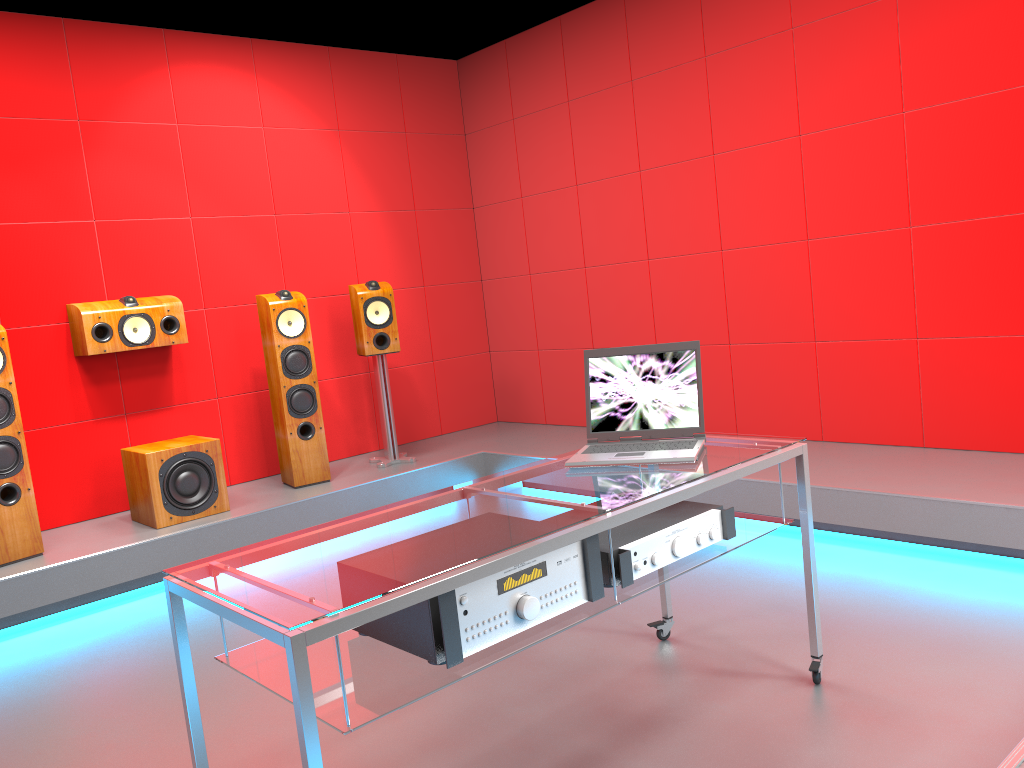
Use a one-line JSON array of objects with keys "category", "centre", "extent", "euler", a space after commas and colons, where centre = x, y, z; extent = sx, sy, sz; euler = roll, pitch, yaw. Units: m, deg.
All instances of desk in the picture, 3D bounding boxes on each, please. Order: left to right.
[{"category": "desk", "centre": [0.062, 0.608, 2.126], "extent": [1.617, 0.690, 0.594], "euler": [-12, 8, -41]}]

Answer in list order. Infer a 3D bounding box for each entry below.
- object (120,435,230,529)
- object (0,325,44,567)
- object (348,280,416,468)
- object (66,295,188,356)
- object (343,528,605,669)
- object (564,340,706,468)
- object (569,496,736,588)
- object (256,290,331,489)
[{"category": "object", "centre": [-1.648, 0.470, 4.347], "extent": [0.360, 0.360, 0.360], "euler": [-12, 8, -41]}, {"category": "object", "centre": [-2.251, 0.245, 3.816], "extent": [0.238, 1.052, 0.203], "euler": [-1, 8, 39]}, {"category": "object", "centre": [-0.757, -0.067, 5.130], "extent": [0.231, 1.058, 0.265], "euler": [-9, 7, -21]}, {"category": "object", "centre": [-1.949, -0.309, 4.506], "extent": [0.493, 0.271, 0.235], "euler": [-12, 8, -41]}, {"category": "object", "centre": [-0.084, 0.431, 1.909], "extent": [0.431, 0.158, 0.371], "euler": [-12, 8, -41]}, {"category": "object", "centre": [0.336, 0.052, 2.417], "extent": [0.342, 0.285, 0.340], "euler": [-4, 7, 19]}, {"category": "object", "centre": [0.283, 0.388, 2.236], "extent": [0.435, 0.092, 0.365], "euler": [-12, 8, -41]}, {"category": "object", "centre": [-1.179, 0.020, 4.789], "extent": [0.203, 1.052, 0.238], "euler": [-10, 7, -31]}]
